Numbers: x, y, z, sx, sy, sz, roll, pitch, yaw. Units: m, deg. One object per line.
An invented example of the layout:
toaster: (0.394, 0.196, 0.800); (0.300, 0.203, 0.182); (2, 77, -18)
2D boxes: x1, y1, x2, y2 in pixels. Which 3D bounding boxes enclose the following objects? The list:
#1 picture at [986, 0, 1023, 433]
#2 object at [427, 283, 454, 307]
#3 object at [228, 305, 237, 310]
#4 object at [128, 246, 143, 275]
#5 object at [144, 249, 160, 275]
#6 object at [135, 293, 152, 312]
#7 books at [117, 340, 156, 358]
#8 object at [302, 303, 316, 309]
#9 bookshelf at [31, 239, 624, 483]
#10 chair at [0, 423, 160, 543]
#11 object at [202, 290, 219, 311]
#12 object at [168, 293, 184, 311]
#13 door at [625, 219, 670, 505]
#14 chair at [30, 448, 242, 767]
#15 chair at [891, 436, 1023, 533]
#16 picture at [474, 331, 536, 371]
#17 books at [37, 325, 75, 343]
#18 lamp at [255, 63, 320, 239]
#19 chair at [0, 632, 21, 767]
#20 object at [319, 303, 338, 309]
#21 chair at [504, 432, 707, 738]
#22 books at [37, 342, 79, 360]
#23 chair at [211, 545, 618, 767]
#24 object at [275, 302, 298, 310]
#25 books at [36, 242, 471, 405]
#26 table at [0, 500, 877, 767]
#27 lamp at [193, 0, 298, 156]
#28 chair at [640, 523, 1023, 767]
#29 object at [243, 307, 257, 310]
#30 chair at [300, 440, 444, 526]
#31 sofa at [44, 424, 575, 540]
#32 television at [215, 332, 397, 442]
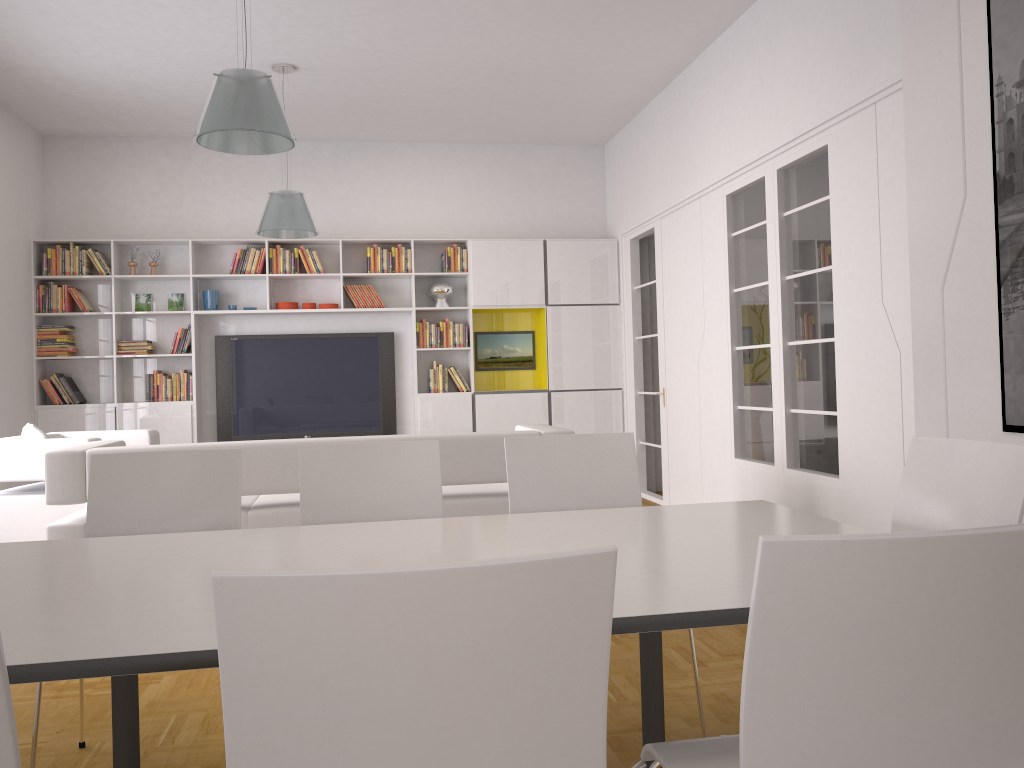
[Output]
picture: (1.906, -0.708, 2.997); (0.013, 1.781, 0.786); (-2, -1, -10)
object: (-0.691, -0.845, 8.572); (0.256, 0.239, 0.257); (-2, 0, -2)
object: (-2.592, -0.700, 8.225); (0.078, 0.056, 0.078); (-2, 0, 15)
object: (-3.446, -1.115, 8.118); (0.120, 0.279, 0.179); (-2, -1, -5)
object: (-3.331, -1.109, 8.156); (0.179, 0.260, 0.119); (-2, -1, 10)
object: (-3.412, -0.745, 8.203); (0.144, 0.190, 0.051); (-2, -1, -10)
books: (-3.423, -0.317, 8.089); (0.284, 0.153, 0.207); (-2, 0, -10)
object: (-1.912, -0.724, 8.358); (0.128, 0.073, 0.129); (-2, 0, -14)
bookshelf: (-1.587, -0.111, 8.431); (5.365, 2.480, 0.389); (-2, -1, -10)
chair: (-2.988, 0.706, 6.044); (0.801, 0.911, 1.096); (-2, 0, 0)
object: (-2.780, -0.763, 8.193); (0.147, 0.192, 0.147); (-2, 0, -21)
object: (-3.127, -0.753, 8.253); (0.144, 0.190, 0.051); (-2, -1, -10)
door: (1.228, -0.178, 7.998); (0.139, 2.455, 1.008); (-2, -1, -10)
chair: (-1.081, 0.688, 2.682); (0.561, 0.931, 0.575); (-2, -1, -10)
chair: (0.976, 0.623, 2.274); (0.575, 0.931, 0.561); (-2, -1, -10)
picture: (-0.068, -0.328, 8.808); (0.609, 0.388, 0.007); (-2, -1, -10)
books: (-4.102, -0.446, 7.972); (0.252, 0.153, 0.207); (-2, 0, -10)
lamp: (-1.685, -1.736, 6.595); (0.464, 1.250, 0.464); (-2, -1, -11)
chair: (-0.823, 0.690, 1.146); (0.561, 0.931, 0.575); (-2, -1, -10)
object: (-1.731, -0.726, 8.371); (0.182, 0.054, 0.183); (-2, 0, -14)
chair: (0.259, 0.647, 2.920); (0.561, 0.931, 0.575); (-2, -1, -10)
books: (-4.082, -0.297, 7.973); (0.284, 0.153, 0.207); (-2, 0, -10)
chair: (-0.133, 0.669, 1.269); (0.561, 0.931, 0.575); (-2, -1, -10)
object: (-2.113, -0.724, 8.322); (0.210, 0.073, 0.211); (-2, 0, -35)
books: (-2.327, -0.589, 8.274); (3.862, 1.456, 0.235); (-2, -1, -10)
table: (-0.263, 0.768, 2.034); (2.411, 0.722, 1.210); (-2, 0, -10)
lamp: (-1.242, -1.734, 4.092); (0.464, 1.250, 0.464); (-2, -1, -11)
chair: (0.518, 0.649, 1.384); (0.561, 0.931, 0.575); (-2, -1, -10)
object: (-2.437, -0.693, 8.252); (0.124, 0.032, 0.123); (-2, 0, -24)
chair: (-0.431, 0.668, 2.797); (0.561, 0.931, 0.575); (-2, -1, -10)
sofa: (-1.012, 0.700, 4.865); (2.623, 0.849, 0.822); (-2, 0, -10)
television: (-1.944, 0.068, 8.430); (1.660, 1.088, 0.082); (-2, -1, -10)
